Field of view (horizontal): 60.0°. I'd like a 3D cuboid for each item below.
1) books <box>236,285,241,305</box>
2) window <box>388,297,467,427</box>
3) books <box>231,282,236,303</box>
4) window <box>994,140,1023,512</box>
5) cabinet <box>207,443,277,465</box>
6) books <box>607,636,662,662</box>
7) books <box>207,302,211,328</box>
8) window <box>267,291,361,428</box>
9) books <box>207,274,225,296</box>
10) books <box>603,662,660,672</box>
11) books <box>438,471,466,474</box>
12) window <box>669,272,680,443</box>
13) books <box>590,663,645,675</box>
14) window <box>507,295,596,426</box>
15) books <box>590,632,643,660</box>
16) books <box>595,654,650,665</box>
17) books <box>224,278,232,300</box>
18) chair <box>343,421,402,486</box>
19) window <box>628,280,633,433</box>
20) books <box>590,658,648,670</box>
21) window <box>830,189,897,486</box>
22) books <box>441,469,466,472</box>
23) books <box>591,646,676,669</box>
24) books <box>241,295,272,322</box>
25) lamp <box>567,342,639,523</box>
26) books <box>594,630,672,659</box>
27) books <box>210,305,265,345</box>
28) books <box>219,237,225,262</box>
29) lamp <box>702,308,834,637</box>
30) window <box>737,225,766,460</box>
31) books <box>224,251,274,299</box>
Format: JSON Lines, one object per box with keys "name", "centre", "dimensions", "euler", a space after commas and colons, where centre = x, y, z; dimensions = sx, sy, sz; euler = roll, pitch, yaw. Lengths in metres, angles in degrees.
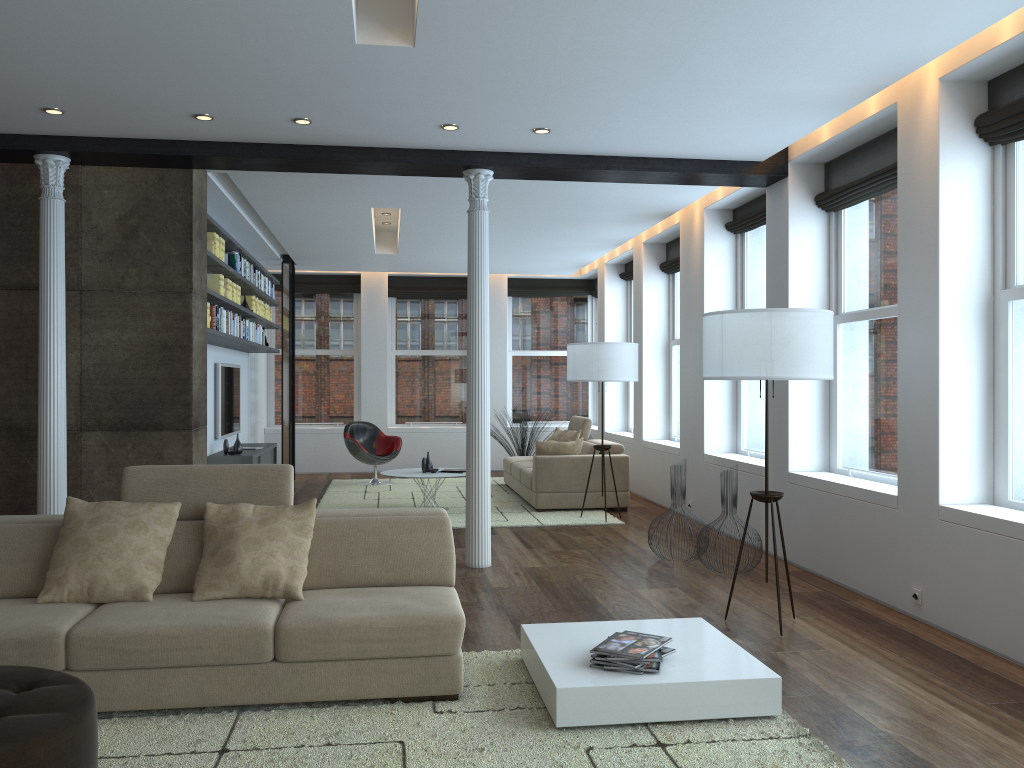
{"name": "books", "centre": [-2.826, -0.873, 8.868], "dimensions": [0.189, 0.228, 0.249], "euler": [0, 0, -8]}
{"name": "window", "centre": [-1.218, -0.461, 13.815], "dimensions": [1.420, 2.400, 0.123], "euler": [0, 0, -8]}
{"name": "books", "centre": [-2.791, -0.872, 8.600], "dimensions": [0.209, 0.220, 0.278], "euler": [0, 0, -10]}
{"name": "window", "centre": [2.768, -0.461, 4.169], "dimensions": [0.123, 2.400, 1.442], "euler": [0, 0, -8]}
{"name": "cabinet", "centre": [-3.001, 1.034, 9.995], "dimensions": [0.450, 0.603, 2.000], "euler": [0, 0, -8]}
{"name": "books", "centre": [0.505, 1.096, 3.674], "dimensions": [0.220, 0.010, 0.300], "euler": [0, 0, 7]}
{"name": "books", "centre": [-2.592, -0.555, 7.337], "dimensions": [0.189, 0.224, 0.345], "euler": [0, 0, -8]}
{"name": "window", "centre": [-3.021, -0.461, 13.562], "dimensions": [1.420, 2.400, 0.123], "euler": [0, 0, -8]}
{"name": "books", "centre": [-2.715, -0.870, 8.078], "dimensions": [0.189, 0.224, 0.345], "euler": [0, 0, -8]}
{"name": "books", "centre": [0.505, 1.135, 3.674], "dimensions": [0.220, 0.010, 0.300], "euler": [0, 0, 12]}
{"name": "books", "centre": [-0.594, 0.922, 9.337], "dimensions": [0.300, 0.010, 0.220], "euler": [0, 0, 27]}
{"name": "window", "centre": [1.972, -0.461, 9.830], "dimensions": [0.123, 2.400, 1.345], "euler": [0, 0, -8]}
{"name": "books", "centre": [0.482, 1.144, 3.686], "dimensions": [0.220, 0.010, 0.300], "euler": [0, 0, 27]}
{"name": "window", "centre": [0.611, -0.461, 14.065], "dimensions": [1.474, 2.400, 0.123], "euler": [0, 0, -8]}
{"name": "books", "centre": [0.482, 1.086, 3.686], "dimensions": [0.220, 0.010, 0.300], "euler": [0, 0, 27]}
{"name": "books", "centre": [0.482, 1.106, 3.686], "dimensions": [0.220, 0.010, 0.300], "euler": [0, 0, 17]}
{"name": "books", "centre": [-2.754, -0.873, 8.358], "dimensions": [0.189, 0.228, 0.249], "euler": [0, 0, -8]}
{"name": "chair", "centre": [-1.851, 0.913, 11.796], "dimensions": [0.810, 0.818, 0.669], "euler": [0, 0, -28]}
{"name": "window", "centre": [1.722, -0.461, 11.607], "dimensions": [0.123, 2.400, 1.444], "euler": [0, 0, -8]}
{"name": "books", "centre": [0.482, 1.125, 3.686], "dimensions": [0.220, 0.010, 0.300], "euler": [0, 0, 27]}
{"name": "window", "centre": [2.512, -0.461, 5.988], "dimensions": [0.123, 2.400, 1.432], "euler": [0, 0, -8]}
{"name": "books", "centre": [-0.582, 0.913, 9.360], "dimensions": [0.300, 0.010, 0.220], "euler": [0, 0, 7]}
{"name": "books", "centre": [0.505, 1.116, 3.674], "dimensions": [0.220, 0.010, 0.300], "euler": [0, 0, 42]}
{"name": "books", "centre": [-3.094, -0.881, 10.624], "dimensions": [0.242, 0.237, 1.489], "euler": [0, 0, -8]}
{"name": "lamp", "centre": [0.884, 0.471, 8.667], "dimensions": [0.698, 1.728, 0.698], "euler": [0, 0, 16]}
{"name": "books", "centre": [0.505, 1.077, 3.674], "dimensions": [0.220, 0.010, 0.300], "euler": [0, 0, 32]}
{"name": "books", "centre": [-2.827, -0.565, 8.981], "dimensions": [0.242, 0.237, 2.981], "euler": [0, 0, -8]}
{"name": "books", "centre": [-2.630, -1.164, 7.767], "dimensions": [0.189, 0.228, 0.249], "euler": [0, 0, -8]}
{"name": "lamp", "centre": [1.412, 0.472, 4.915], "dimensions": [0.698, 1.728, 0.698], "euler": [0, 0, 16]}
{"name": "window", "centre": [2.260, -0.461, 7.782], "dimensions": [0.123, 2.400, 1.391], "euler": [0, 0, -8]}
{"name": "books", "centre": [-2.969, -1.179, 9.991], "dimensions": [0.242, 0.237, 2.981], "euler": [0, 0, -8]}
